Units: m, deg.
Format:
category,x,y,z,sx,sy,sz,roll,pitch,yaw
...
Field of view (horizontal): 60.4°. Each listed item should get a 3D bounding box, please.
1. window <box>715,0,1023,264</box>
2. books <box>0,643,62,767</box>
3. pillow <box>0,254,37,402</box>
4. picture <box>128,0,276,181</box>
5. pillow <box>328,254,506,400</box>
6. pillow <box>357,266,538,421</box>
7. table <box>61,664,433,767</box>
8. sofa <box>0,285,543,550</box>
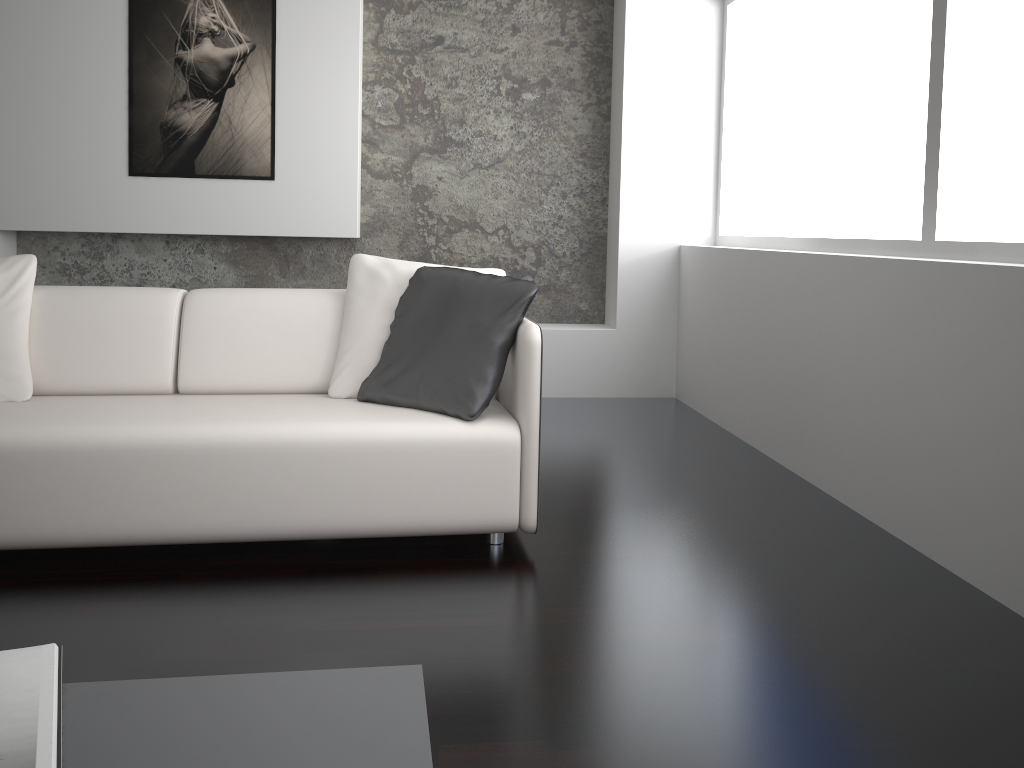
category,x,y,z,sx,sy,sz,roll,pitch,yaw
window,1.705,-0.772,1.007,0.110,1.413,8.159,1,10,-7
books,-0.813,0.417,0.988,0.549,0.016,0.362,-4,11,-27
pillow,-1.798,-0.156,2.754,0.585,0.495,0.326,-1,6,-18
picture,-1.623,-1.582,4.620,0.745,0.997,0.004,1,3,-7
pillow,-0.312,-0.184,3.009,0.587,0.503,0.302,1,5,-3
pillow,-0.185,-0.142,2.765,0.555,0.432,0.335,7,8,38
table,-0.729,0.581,1.011,1.257,0.311,0.302,0,7,-9
sofa,-1.088,0.046,2.780,2.238,0.655,0.931,0,8,-9
